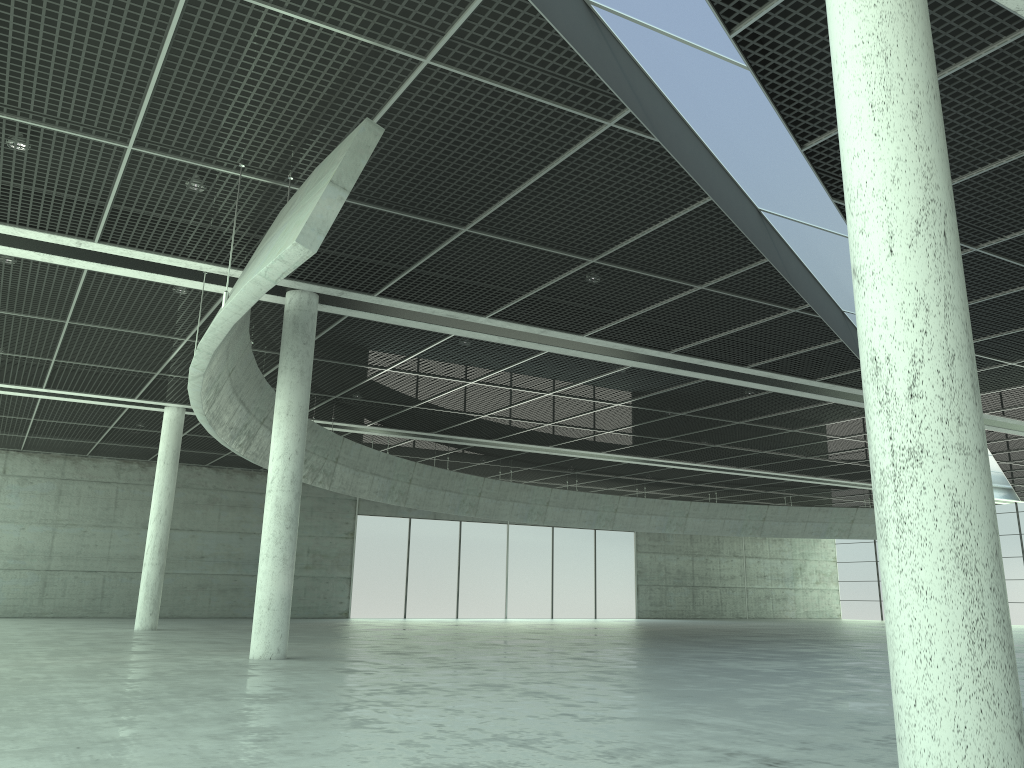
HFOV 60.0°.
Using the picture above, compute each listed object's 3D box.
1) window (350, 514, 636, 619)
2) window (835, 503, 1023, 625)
[{"bbox_3d":[-0.522,21.345,91.160,33.497,10.662,0.159,10,-17,-29],"label":"window"},{"bbox_3d":[24.818,8.080,50.356,100.690,16.081,99.658,10,-17,-29],"label":"window"}]
